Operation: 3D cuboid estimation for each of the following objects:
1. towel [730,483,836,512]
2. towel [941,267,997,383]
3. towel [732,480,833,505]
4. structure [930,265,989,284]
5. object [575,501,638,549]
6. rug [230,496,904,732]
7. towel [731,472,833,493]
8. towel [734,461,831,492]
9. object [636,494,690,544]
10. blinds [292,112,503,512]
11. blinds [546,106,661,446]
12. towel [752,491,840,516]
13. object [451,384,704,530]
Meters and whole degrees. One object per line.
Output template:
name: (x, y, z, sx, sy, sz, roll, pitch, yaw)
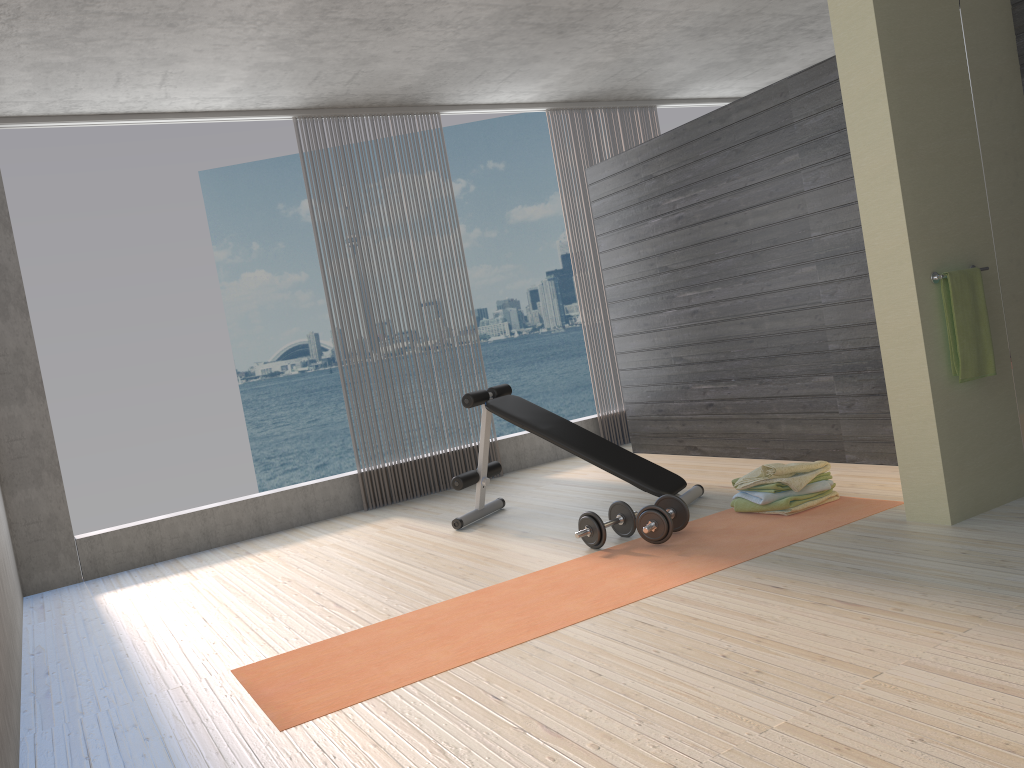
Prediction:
towel: (1.282, 0.532, 4.196, 0.380, 0.081, 0.367, -12, 3, -31)
towel: (1.776, -0.232, 3.447, 0.214, 0.433, 0.070, -12, 3, -33)
towel: (1.282, 0.505, 4.218, 0.383, 0.078, 0.383, -10, 3, -12)
structure: (1.750, -0.432, 3.465, 0.298, 0.046, 0.052, -11, 3, -29)
object: (0.439, 0.646, 4.075, 0.385, 0.176, 0.176, -12, 4, -37)
rug: (0.359, 0.772, 3.528, 2.779, 0.002, 0.716, -11, 3, -29)
towel: (1.292, 0.466, 4.236, 0.376, 0.085, 0.371, -11, 3, -24)
towel: (1.273, 0.415, 4.207, 0.373, 0.123, 0.384, -7, 4, 45)
object: (0.673, 0.601, 3.956, 0.176, 0.176, 0.385, -8, 3, 33)
blinds: (-0.777, -0.566, 6.350, 1.133, 2.744, 0.069, -11, 3, -29)
blinds: (0.974, -0.919, 7.322, 1.133, 2.744, 0.069, -11, 3, -29)
towel: (1.306, 0.551, 4.199, 0.376, 0.044, 0.371, -11, 3, -30)
object: (0.284, 0.339, 4.823, 1.312, 0.746, 0.505, -8, 3, 31)
